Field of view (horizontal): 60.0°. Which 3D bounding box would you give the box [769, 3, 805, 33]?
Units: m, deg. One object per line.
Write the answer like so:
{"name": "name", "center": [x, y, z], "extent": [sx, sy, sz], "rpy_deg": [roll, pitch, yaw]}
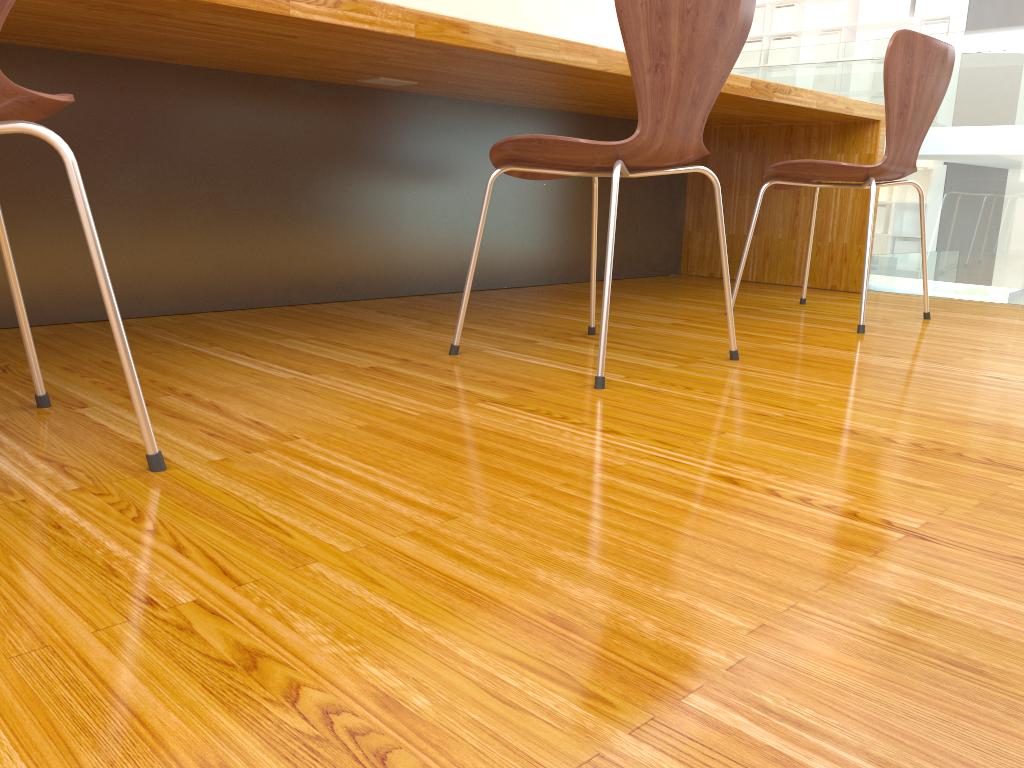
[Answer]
{"name": "box", "center": [2.986, -3.949, 9.630], "extent": [0.274, 0.296, 0.245], "rpy_deg": [-11, 17, -44]}

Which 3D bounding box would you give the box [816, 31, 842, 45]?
{"name": "box", "center": [3.356, -3.536, 9.331], "extent": [0.274, 0.296, 0.245], "rpy_deg": [-11, 17, -44]}

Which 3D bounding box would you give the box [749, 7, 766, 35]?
{"name": "box", "center": [2.731, -4.013, 9.879], "extent": [0.274, 0.296, 0.245], "rpy_deg": [-11, 17, -44]}

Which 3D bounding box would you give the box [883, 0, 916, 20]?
{"name": "box", "center": [3.858, -3.735, 8.780], "extent": [0.274, 0.296, 0.245], "rpy_deg": [-11, 17, -44]}

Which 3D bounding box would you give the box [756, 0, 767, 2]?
{"name": "box", "center": [2.741, -4.333, 9.808], "extent": [0.274, 0.296, 0.245], "rpy_deg": [-11, 17, -44]}

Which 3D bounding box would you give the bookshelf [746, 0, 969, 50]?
{"name": "bookshelf", "center": [3.147, -3.551, 9.442], "extent": [0.498, 1.836, 2.984], "rpy_deg": [-11, 17, -44]}

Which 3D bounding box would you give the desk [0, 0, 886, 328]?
{"name": "desk", "center": [-0.473, -0.438, 2.363], "extent": [3.243, 0.785, 1.527], "rpy_deg": [-11, 17, -44]}

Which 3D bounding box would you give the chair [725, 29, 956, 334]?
{"name": "chair", "center": [0.859, -0.514, 2.301], "extent": [0.428, 0.693, 0.381], "rpy_deg": [-11, 17, -44]}

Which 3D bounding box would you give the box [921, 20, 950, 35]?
{"name": "box", "center": [4.113, -3.349, 8.593], "extent": [0.274, 0.296, 0.245], "rpy_deg": [-11, 17, -44]}

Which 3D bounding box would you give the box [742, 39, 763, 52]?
{"name": "box", "center": [2.728, -3.690, 9.943], "extent": [0.274, 0.296, 0.245], "rpy_deg": [-11, 17, -44]}

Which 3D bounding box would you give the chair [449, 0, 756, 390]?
{"name": "chair", "center": [0.171, -0.386, 1.628], "extent": [0.428, 0.693, 0.381], "rpy_deg": [-11, 17, -44]}

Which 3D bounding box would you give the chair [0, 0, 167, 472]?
{"name": "chair", "center": [-0.649, -0.245, 0.879], "extent": [0.428, 0.693, 0.381], "rpy_deg": [-11, 17, -44]}

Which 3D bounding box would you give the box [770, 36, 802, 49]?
{"name": "box", "center": [2.977, -3.629, 9.701], "extent": [0.274, 0.296, 0.245], "rpy_deg": [-11, 17, -44]}
